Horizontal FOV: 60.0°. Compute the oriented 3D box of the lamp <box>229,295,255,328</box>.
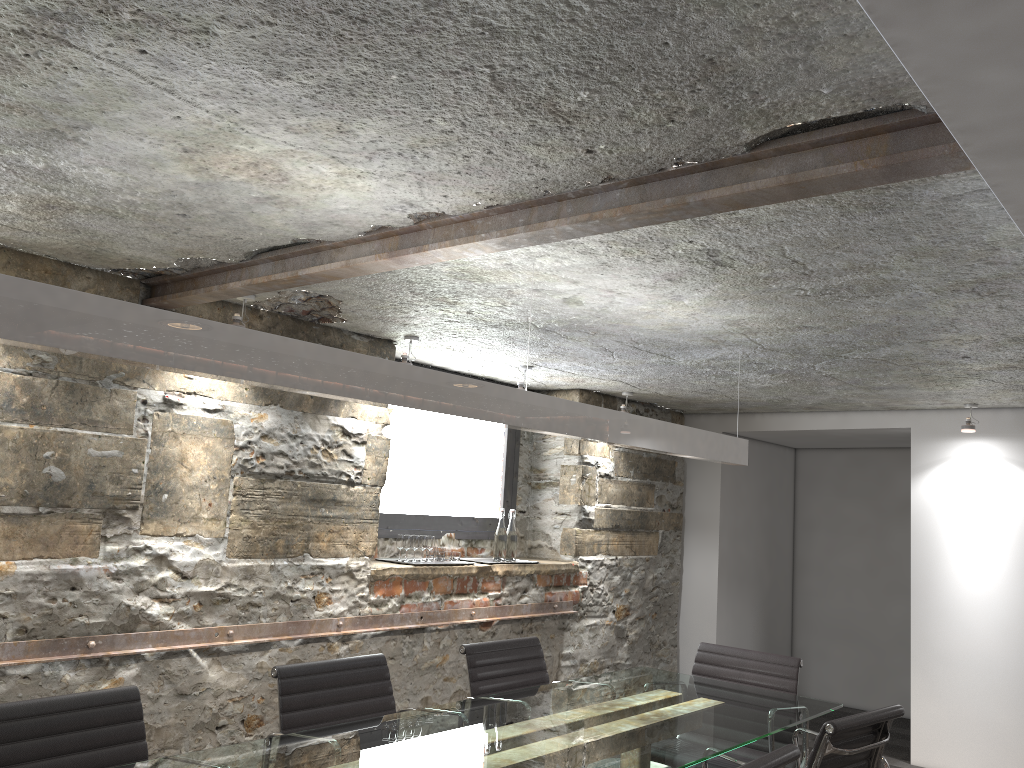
[{"bbox_3d":[-1.065,-0.270,3.474,0.098,0.165,0.077,6,-8,-17],"label":"lamp"}]

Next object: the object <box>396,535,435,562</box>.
[{"bbox_3d":[-0.501,0.846,4.562,0.108,0.131,0.218,-2,-10,38],"label":"object"}]

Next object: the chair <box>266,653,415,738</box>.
[{"bbox_3d":[-0.430,1.346,2.810,0.667,0.837,0.693,-1,-9,30],"label":"chair"}]

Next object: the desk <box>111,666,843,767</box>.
[{"bbox_3d":[-0.075,1.389,2.491,0.909,0.711,3.154,-3,-10,39],"label":"desk"}]

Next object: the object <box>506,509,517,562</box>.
[{"bbox_3d":[-0.005,0.869,5.088,0.073,0.300,0.073,2,-8,8],"label":"object"}]

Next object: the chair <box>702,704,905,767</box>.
[{"bbox_3d":[0.868,1.432,2.849,0.667,0.837,0.693,-2,-10,37],"label":"chair"}]

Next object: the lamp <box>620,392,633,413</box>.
[{"bbox_3d":[0.718,0.135,5.625,0.098,0.165,0.077,6,-8,-17],"label":"lamp"}]

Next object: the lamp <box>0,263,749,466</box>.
[{"bbox_3d":[0.015,-0.129,2.700,0.073,0.524,3.159,-3,-10,39],"label":"lamp"}]

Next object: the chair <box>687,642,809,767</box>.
[{"bbox_3d":[0.830,1.532,3.601,0.693,0.837,0.667,-1,-9,32],"label":"chair"}]

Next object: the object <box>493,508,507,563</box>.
[{"bbox_3d":[-0.063,0.856,5.017,0.073,0.300,0.073,2,-8,8],"label":"object"}]

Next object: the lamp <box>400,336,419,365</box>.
[{"bbox_3d":[-0.491,-0.140,4.167,0.098,0.165,0.077,6,-8,-17],"label":"lamp"}]

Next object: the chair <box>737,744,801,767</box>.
[{"bbox_3d":[0.336,1.310,2.202,0.667,0.837,0.693,-1,-9,29],"label":"chair"}]

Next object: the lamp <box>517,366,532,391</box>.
[{"bbox_3d":[0.059,-0.015,4.830,0.098,0.165,0.077,6,-8,-17],"label":"lamp"}]

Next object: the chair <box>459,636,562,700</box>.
[{"bbox_3d":[0.139,1.472,3.469,0.667,0.837,0.693,-1,-9,31],"label":"chair"}]

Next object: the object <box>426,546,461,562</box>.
[{"bbox_3d":[-0.372,0.906,4.726,0.191,0.072,0.111,11,-11,-42],"label":"object"}]

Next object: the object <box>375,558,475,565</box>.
[{"bbox_3d":[-0.452,0.929,4.640,0.310,0.007,0.457,-3,-10,39],"label":"object"}]

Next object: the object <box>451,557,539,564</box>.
[{"bbox_3d":[-0.096,1.009,5.069,0.310,0.007,0.457,-3,-10,39],"label":"object"}]

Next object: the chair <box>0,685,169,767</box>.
[{"bbox_3d":[-0.986,1.210,2.069,0.667,0.837,0.693,0,-9,26],"label":"chair"}]
